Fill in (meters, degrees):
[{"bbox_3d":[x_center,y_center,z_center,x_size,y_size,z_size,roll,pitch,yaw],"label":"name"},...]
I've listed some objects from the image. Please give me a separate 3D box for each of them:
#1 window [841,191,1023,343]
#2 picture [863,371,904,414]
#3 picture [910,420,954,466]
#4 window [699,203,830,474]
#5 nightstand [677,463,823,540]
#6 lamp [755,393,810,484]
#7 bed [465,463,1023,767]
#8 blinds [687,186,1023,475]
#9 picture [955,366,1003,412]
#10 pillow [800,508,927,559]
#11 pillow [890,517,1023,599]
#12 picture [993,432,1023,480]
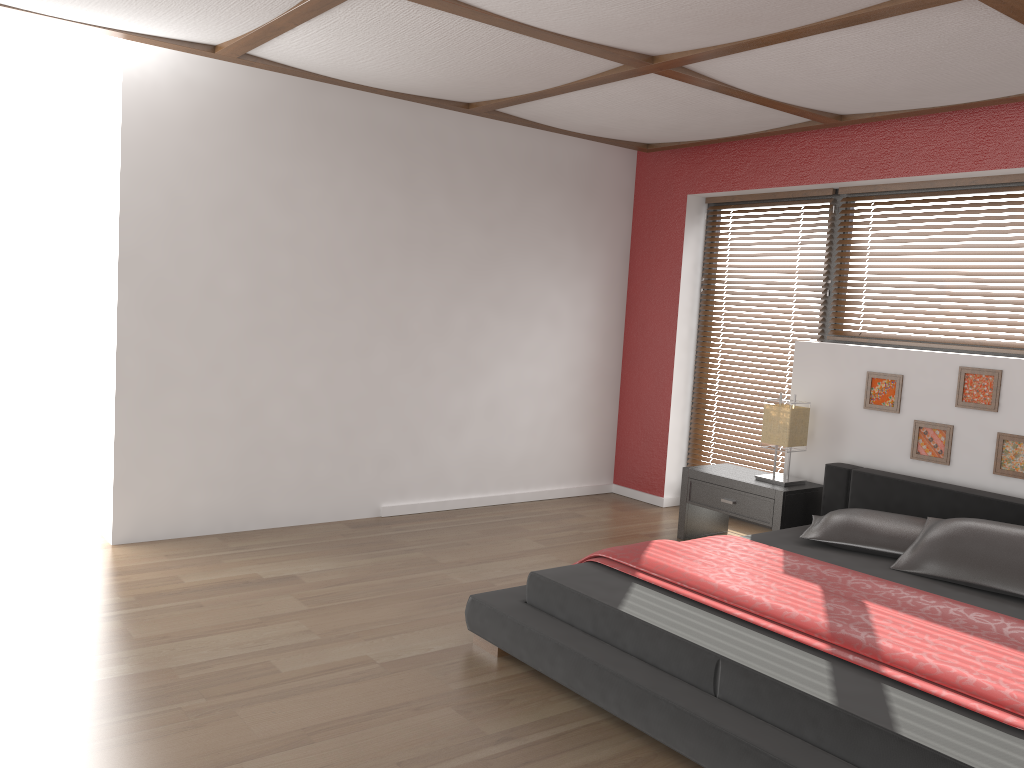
[{"bbox_3d":[2.803,-0.537,4.106,0.020,0.786,2.817,0,6,-37],"label":"window"},{"bbox_3d":[1.947,0.043,4.654,0.010,0.200,0.200,0,6,-37],"label":"picture"},{"bbox_3d":[2.105,0.293,4.448,0.010,0.200,0.200,0,6,-37],"label":"picture"},{"bbox_3d":[1.597,-0.208,5.701,0.020,1.893,0.889,0,6,-37],"label":"window"},{"bbox_3d":[1.348,0.733,5.043,0.413,0.423,0.700,0,6,-37],"label":"nightstand"},{"bbox_3d":[1.505,0.292,4.900,0.200,0.480,0.200,0,6,-37],"label":"lamp"},{"bbox_3d":[1.364,0.806,3.367,2.413,0.577,2.469,0,6,-37],"label":"bed"},{"bbox_3d":[2.711,0.038,4.119,0.032,1.952,4.840,0,6,-37],"label":"blinds"},{"bbox_3d":[2.242,0.024,4.264,0.010,0.200,0.200,0,6,-37],"label":"picture"},{"bbox_3d":[1.709,0.681,4.012,0.745,0.172,0.418,6,6,28],"label":"pillow"},{"bbox_3d":[1.951,0.685,3.550,0.386,0.241,0.744,-1,7,-42],"label":"pillow"},{"bbox_3d":[2.351,0.338,4.123,0.010,0.200,0.200,0,6,-37],"label":"picture"}]
